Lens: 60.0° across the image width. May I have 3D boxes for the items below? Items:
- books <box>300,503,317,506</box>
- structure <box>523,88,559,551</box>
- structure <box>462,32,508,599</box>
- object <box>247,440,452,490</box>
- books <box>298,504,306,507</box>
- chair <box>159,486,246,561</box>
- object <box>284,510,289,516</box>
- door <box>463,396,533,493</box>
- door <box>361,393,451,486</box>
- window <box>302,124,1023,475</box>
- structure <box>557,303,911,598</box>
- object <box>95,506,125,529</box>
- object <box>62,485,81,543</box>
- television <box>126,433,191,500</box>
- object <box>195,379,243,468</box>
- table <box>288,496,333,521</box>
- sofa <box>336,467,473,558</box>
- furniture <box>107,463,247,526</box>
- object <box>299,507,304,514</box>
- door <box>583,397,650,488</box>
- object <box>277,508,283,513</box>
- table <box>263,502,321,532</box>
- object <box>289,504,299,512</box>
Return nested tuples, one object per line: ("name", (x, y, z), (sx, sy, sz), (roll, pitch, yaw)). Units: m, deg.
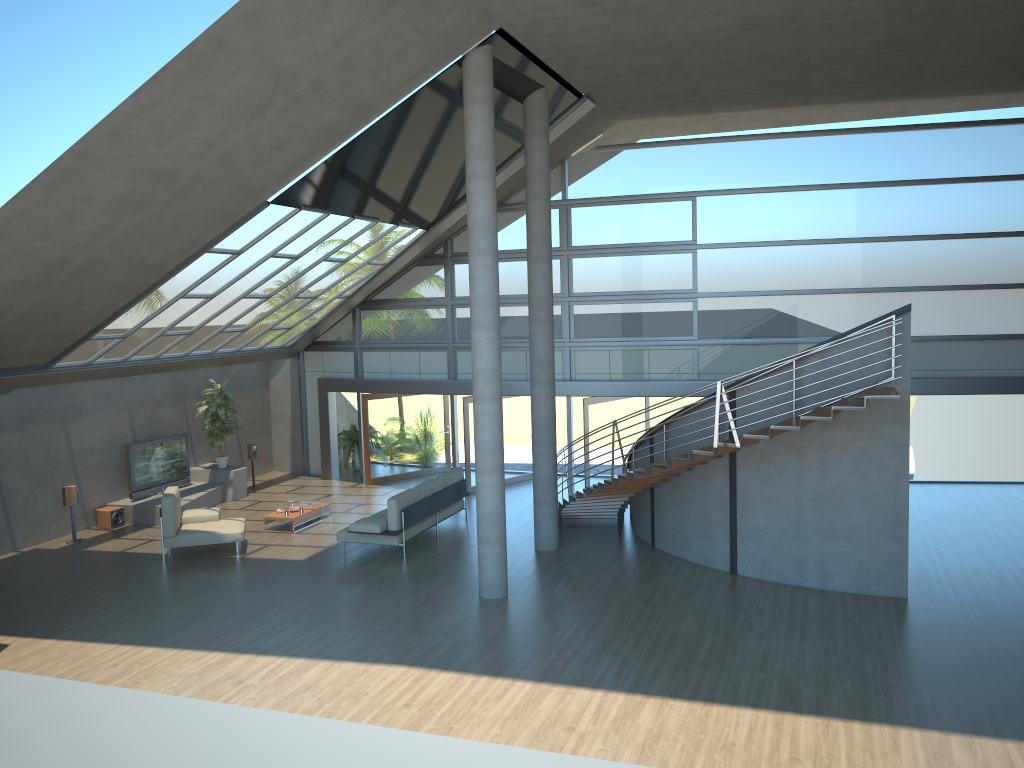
("books", (-3.706, 2.194, 16.150), (0.275, 0.005, 0.189), (-1, 5, 3))
("structure", (0.442, -1.011, 13.480), (0.381, 7.125, 0.382), (-4, 6, -26))
("structure", (-0.341, -0.801, 11.300), (0.381, 7.125, 0.382), (0, 5, 20))
("object", (-7.942, 1.996, 17.360), (7.863, 0.982, 21.345), (0, 5, 23))
("books", (-3.740, 2.203, 16.109), (0.275, 0.005, 0.189), (-2, 5, 0))
("chair", (-4.912, 2.152, 14.163), (1.244, 1.023, 1.217), (-3, 5, -15))
("object", (-3.899, 2.228, 15.318), (0.085, 0.101, 0.070), (0, 5, 18))
("door", (-0.163, 1.148, 18.602), (0.200, 1.977, 2.298), (3, 7, 43))
("door", (-2.307, 1.114, 19.689), (2.298, 1.977, 0.200), (-6, 7, -41))
("window", (2.858, -1.154, 17.279), (16.616, 6.630, 1.098), (0, 5, 18))
("structure", (2.434, 0.766, 12.547), (2.349, 3.653, 6.809), (-5, 6, -32))
("object", (-7.254, 2.402, 15.959), (0.425, 0.323, 0.362), (0, 5, 20))
("object", (-7.374, 2.185, 14.857), (0.234, 0.959, 0.171), (-3, 5, -15))
("television", (-6.756, 1.581, 17.010), (0.396, 1.063, 1.568), (0, 5, 20))
("object", (-6.001, 0.799, 18.188), (0.932, 1.857, 0.895), (-4, 5, -21))
("table", (-3.677, 2.269, 16.172), (0.680, 0.342, 0.400), (0, 5, 20))
("sofa", (-1.746, 2.064, 14.737), (1.166, 0.947, 3.079), (0, 5, 19))
("furniture", (-6.196, 2.118, 17.353), (1.577, 0.610, 2.936), (0, 5, 20))
("object", (-3.674, 2.206, 15.501), (0.085, 0.101, 0.070), (-6, 7, -42))
("door", (2.128, 1.160, 17.721), (0.200, 1.977, 2.298), (3, 6, 41))
("object", (-4.077, 2.218, 15.570), (0.102, 0.086, 0.100), (1, 5, 24))
("table", (-3.810, 2.359, 15.802), (0.600, 0.250, 1.200), (0, 5, 20))
("object", (-3.844, 2.169, 15.627), (0.178, 0.161, 0.178), (-4, 6, -29))
